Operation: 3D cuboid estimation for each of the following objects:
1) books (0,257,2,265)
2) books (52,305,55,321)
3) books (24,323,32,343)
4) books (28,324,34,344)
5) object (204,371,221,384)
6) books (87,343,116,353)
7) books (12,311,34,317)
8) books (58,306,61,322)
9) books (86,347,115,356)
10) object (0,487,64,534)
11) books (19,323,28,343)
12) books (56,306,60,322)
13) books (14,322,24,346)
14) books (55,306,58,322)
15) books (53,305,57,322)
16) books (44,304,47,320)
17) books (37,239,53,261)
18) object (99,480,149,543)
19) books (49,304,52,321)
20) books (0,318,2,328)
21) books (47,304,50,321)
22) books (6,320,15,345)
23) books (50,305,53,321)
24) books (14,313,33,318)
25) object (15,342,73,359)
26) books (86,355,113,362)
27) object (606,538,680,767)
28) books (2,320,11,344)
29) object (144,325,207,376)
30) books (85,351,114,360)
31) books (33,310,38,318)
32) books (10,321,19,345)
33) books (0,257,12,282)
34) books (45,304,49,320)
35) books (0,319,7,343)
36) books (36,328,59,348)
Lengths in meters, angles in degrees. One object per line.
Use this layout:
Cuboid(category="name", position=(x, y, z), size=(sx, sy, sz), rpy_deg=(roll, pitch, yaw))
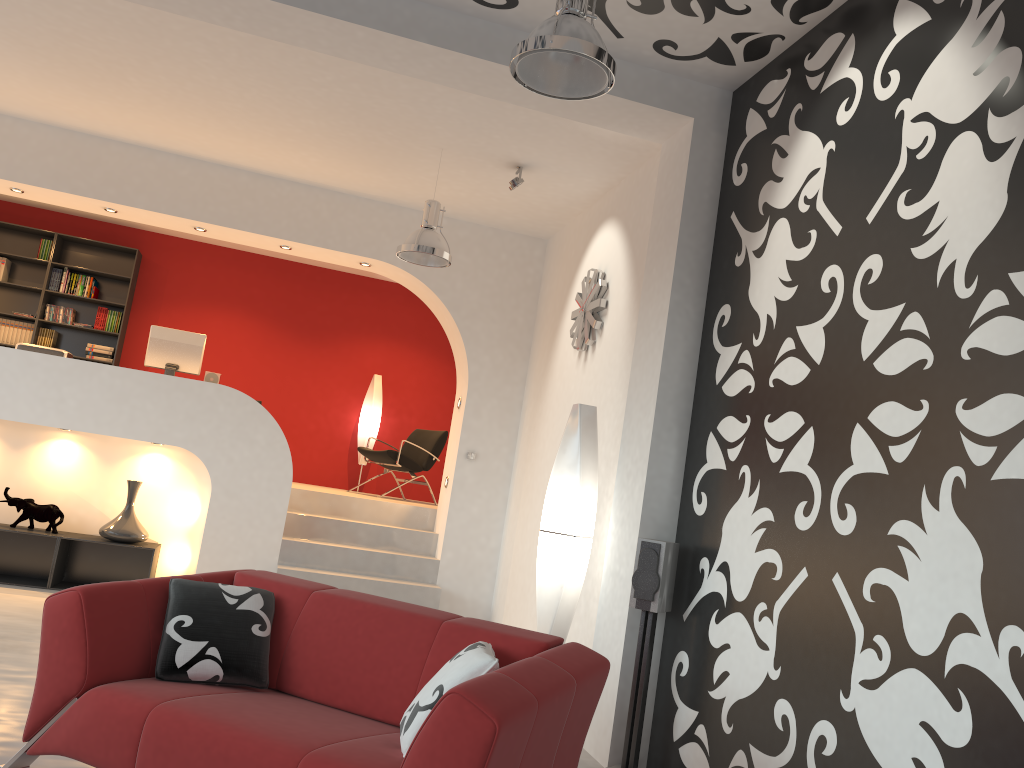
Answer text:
Cuboid(category="books", position=(-5.386, -1.191, 9.332), size=(0.040, 0.260, 0.200), rpy_deg=(11, -7, -14))
Cuboid(category="books", position=(-4.874, -0.738, 9.452), size=(0.031, 0.190, 0.135), rpy_deg=(11, -7, -14))
Cuboid(category="books", position=(-5.086, -0.496, 9.353), size=(0.040, 0.260, 0.200), rpy_deg=(11, -7, -14))
Cuboid(category="books", position=(-5.048, -0.489, 9.363), size=(0.040, 0.260, 0.200), rpy_deg=(11, -7, -14))
Cuboid(category="object", position=(-2.619, -0.027, 7.725), size=(0.133, 0.147, 0.151), rpy_deg=(13, -8, -30))
Cuboid(category="books", position=(-4.392, -0.380, 9.505), size=(0.260, 0.040, 0.200), rpy_deg=(11, -7, -14))
Cuboid(category="books", position=(-5.163, -0.734, 9.373), size=(0.190, 0.015, 0.135), rpy_deg=(11, -7, -14))
Cuboid(category="books", position=(-4.817, -0.727, 9.466), size=(0.031, 0.190, 0.135), rpy_deg=(11, -7, -14))
Cuboid(category="books", position=(-4.409, -0.342, 9.505), size=(0.260, 0.040, 0.200), rpy_deg=(11, -7, -15))
Cuboid(category="object", position=(-3.724, 0.978, 6.879), size=(0.507, 0.296, 0.191), rpy_deg=(9, -7, 1))
Cuboid(category="books", position=(-5.125, -0.504, 9.343), size=(0.040, 0.260, 0.200), rpy_deg=(11, -7, -14))
Cuboid(category="books", position=(-4.831, -0.730, 9.463), size=(0.031, 0.190, 0.135), rpy_deg=(11, -7, -14))
Cuboid(category="books", position=(-5.164, -0.511, 9.333), size=(0.040, 0.260, 0.200), rpy_deg=(11, -7, -14))
Cuboid(category="books", position=(-4.845, -0.732, 9.459), size=(0.031, 0.190, 0.135), rpy_deg=(11, -7, -14))
Cuboid(category="books", position=(-4.860, -0.735, 9.455), size=(0.031, 0.190, 0.135), rpy_deg=(11, -7, -14))
Cuboid(category="books", position=(-4.945, -0.751, 9.434), size=(0.031, 0.190, 0.135), rpy_deg=(11, -7, -14))
Cuboid(category="books", position=(-4.959, -1.403, 9.477), size=(0.146, 0.240, 0.170), rpy_deg=(11, -7, -14))
Cuboid(category="object", position=(-3.041, 1.009, 7.036), size=(0.369, 0.481, 0.369), rpy_deg=(3, -9, 41))
Cuboid(category="books", position=(-4.903, -0.743, 9.445), size=(0.031, 0.190, 0.135), rpy_deg=(11, -7, -14))
Cuboid(category="books", position=(-5.357, -0.547, 9.284), size=(0.040, 0.260, 0.200), rpy_deg=(11, -7, -14))
Cuboid(category="books", position=(-4.917, -0.746, 9.441), size=(0.031, 0.190, 0.135), rpy_deg=(11, -7, -14))
Cuboid(category="books", position=(-5.241, -0.526, 9.314), size=(0.040, 0.260, 0.200), rpy_deg=(11, -7, -14))
Cuboid(category="books", position=(-4.888, -0.740, 9.448), size=(0.031, 0.190, 0.135), rpy_deg=(11, -7, -14))
Cuboid(category="books", position=(-5.148, -0.716, 9.376), size=(0.190, 0.015, 0.135), rpy_deg=(11, -7, -14))
Cuboid(category="object", position=(-3.902, -0.190, 7.424), size=(0.397, 0.217, 0.458), rpy_deg=(11, -7, -14))
Cuboid(category="books", position=(-4.401, -0.259, 9.505), size=(0.260, 0.040, 0.200), rpy_deg=(10, -7, -13))
Cuboid(category="object", position=(0.617, 1.292, 4.163), size=(0.214, 1.112, 0.229), rpy_deg=(5, -8, 31))
Cuboid(category="books", position=(-5.280, -0.533, 9.304), size=(0.040, 0.260, 0.200), rpy_deg=(11, -7, -14))
Cuboid(category="object", position=(-2.897, -0.239, 7.616), size=(0.458, 0.452, 0.230), rpy_deg=(11, -7, -14))
Cuboid(category="books", position=(-4.412, -0.302, 9.502), size=(0.260, 0.040, 0.200), rpy_deg=(11, -7, -14))
Cuboid(category="books", position=(-5.018, -0.763, 9.415), size=(0.063, 0.187, 0.135), rpy_deg=(11, -7, -14))
Cuboid(category="books", position=(-5.203, -0.518, 9.324), size=(0.040, 0.260, 0.200), rpy_deg=(11, -7, -14))
Cuboid(category="books", position=(-5.348, -1.184, 9.341), size=(0.040, 0.260, 0.200), rpy_deg=(11, -7, -14))
Cuboid(category="books", position=(-4.931, -0.748, 9.437), size=(0.031, 0.190, 0.135), rpy_deg=(11, -7, -14))
Cuboid(category="books", position=(-5.318, -0.540, 9.294), size=(0.040, 0.260, 0.200), rpy_deg=(11, -7, -14))
Cuboid(category="books", position=(-4.932, -0.456, 9.403), size=(0.146, 0.240, 0.170), rpy_deg=(11, -7, -14))
